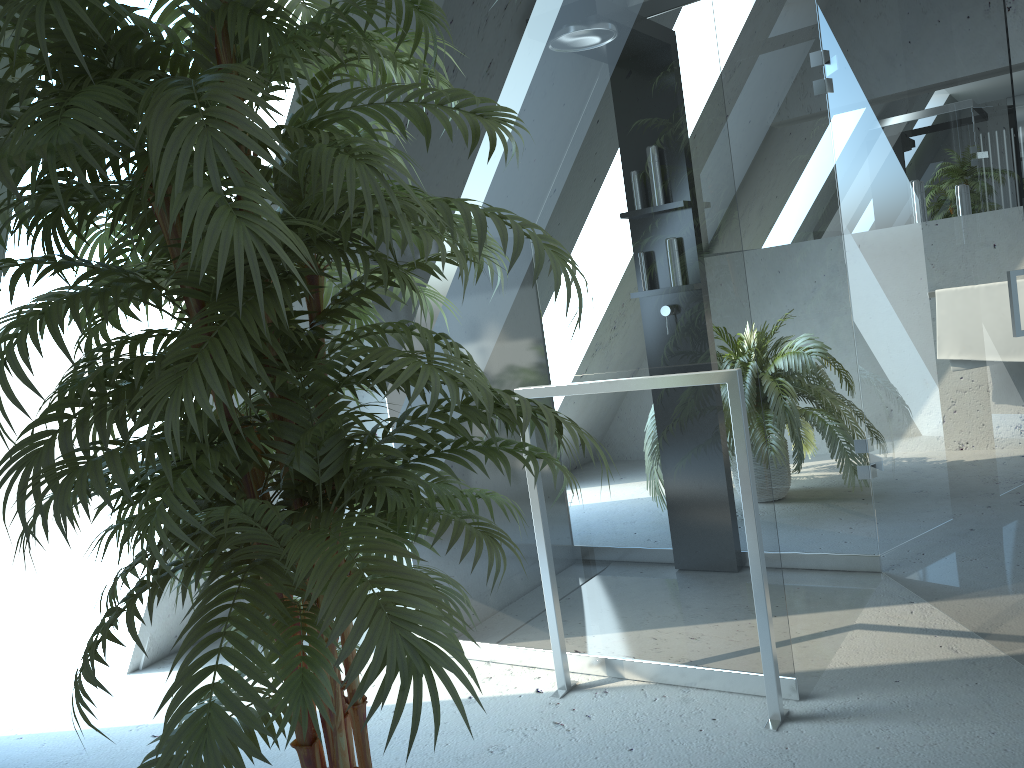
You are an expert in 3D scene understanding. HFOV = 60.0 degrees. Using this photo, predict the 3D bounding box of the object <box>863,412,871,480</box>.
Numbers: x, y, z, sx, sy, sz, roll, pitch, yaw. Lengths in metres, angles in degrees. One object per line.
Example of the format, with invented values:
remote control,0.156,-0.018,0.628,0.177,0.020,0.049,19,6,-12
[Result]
object,1.182,0.110,4.247,1.132,0.893,1.112,-7,5,12

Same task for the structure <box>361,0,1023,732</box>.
structure,0.546,-0.284,2.674,1.835,2.114,1.184,-5,6,34

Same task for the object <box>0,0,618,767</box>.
object,-0.390,-0.005,1.400,1.020,2.034,0.980,-9,5,-7
